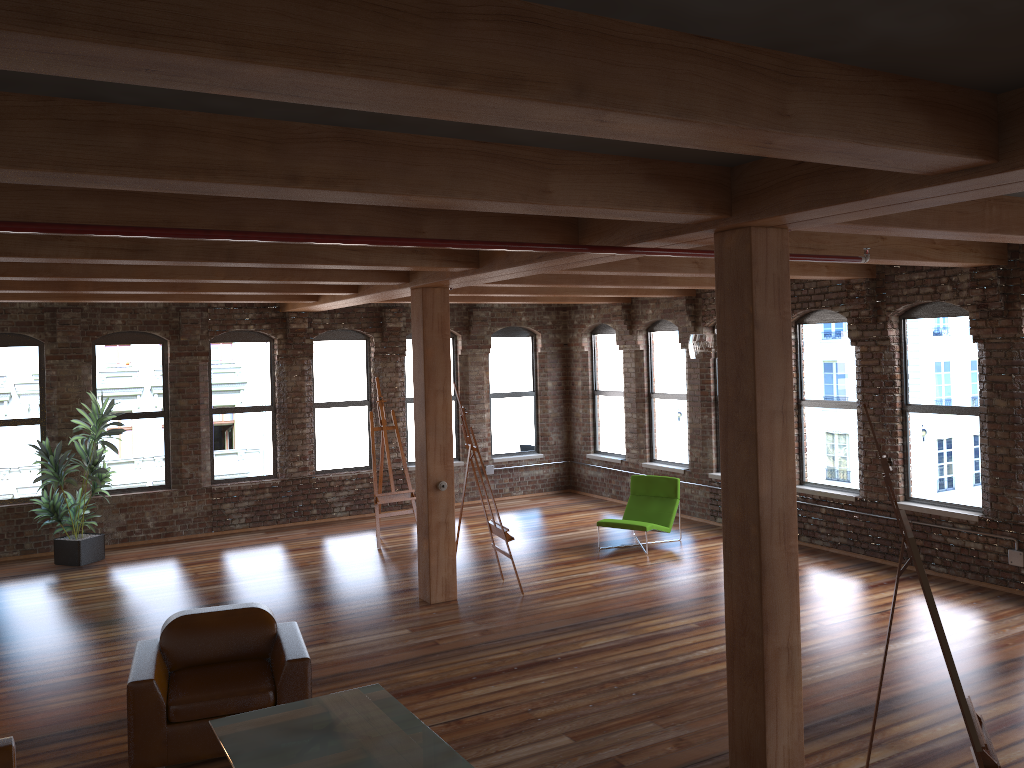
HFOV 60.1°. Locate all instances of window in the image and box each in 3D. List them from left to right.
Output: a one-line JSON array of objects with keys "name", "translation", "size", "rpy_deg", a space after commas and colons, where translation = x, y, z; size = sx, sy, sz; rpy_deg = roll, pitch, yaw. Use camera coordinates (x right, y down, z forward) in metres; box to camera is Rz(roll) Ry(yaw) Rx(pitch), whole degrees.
[{"name": "window", "translation": [-6.433, 0.437, 11.202], "size": [0.969, 2.170, 0.086], "rpy_deg": [-2, 0, -29]}, {"name": "window", "translation": [-5.133, 0.373, 11.935], "size": [0.969, 2.170, 0.086], "rpy_deg": [-2, 0, -29]}, {"name": "window", "translation": [-3.820, 0.341, 12.598], "size": [0.969, 2.228, 0.221], "rpy_deg": [-2, 0, -29]}, {"name": "window", "translation": [-2.544, 0.279, 13.319], "size": [0.969, 2.228, 0.221], "rpy_deg": [-2, 0, -29]}, {"name": "window", "translation": [-1.263, 0.211, 14.043], "size": [0.969, 2.219, 0.218], "rpy_deg": [-2, 0, -29]}, {"name": "window", "translation": [0.032, 0.148, 14.773], "size": [0.969, 2.219, 0.218], "rpy_deg": [-2, 0, -29]}, {"name": "window", "translation": [1.540, 0.121, 14.353], "size": [0.232, 2.216, 0.968], "rpy_deg": [-1, 0, -29]}, {"name": "window", "translation": [2.273, 0.151, 13.052], "size": [0.232, 2.216, 0.968], "rpy_deg": [-1, 0, -29]}, {"name": "window", "translation": [2.995, 0.179, 11.774], "size": [0.233, 2.216, 0.968], "rpy_deg": [-1, 0, -29]}, {"name": "window", "translation": [3.712, 0.208, 10.498], "size": [0.230, 2.216, 0.968], "rpy_deg": [-1, 0, -29]}, {"name": "window", "translation": [4.436, 0.237, 9.222], "size": [0.236, 2.216, 0.968], "rpy_deg": [-1, 0, -29]}]

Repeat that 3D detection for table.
[{"name": "table", "translation": [-0.706, 2.031, 4.026], "size": [0.940, 0.560, 1.870], "rpy_deg": [-2, 2, -29]}]

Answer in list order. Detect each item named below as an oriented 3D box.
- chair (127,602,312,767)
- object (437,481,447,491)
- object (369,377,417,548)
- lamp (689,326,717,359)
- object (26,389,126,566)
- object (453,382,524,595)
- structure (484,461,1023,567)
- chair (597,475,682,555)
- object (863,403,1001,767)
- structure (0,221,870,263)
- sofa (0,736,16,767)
[{"name": "chair", "translation": [-1.884, 1.912, 5.736], "size": [1.064, 0.735, 0.830], "rpy_deg": [-2, 1, -19]}, {"name": "object", "translation": [-0.675, 0.997, 8.642], "size": [0.095, 0.095, 0.061], "rpy_deg": [-2, 0, -29]}, {"name": "object", "translation": [-1.636, 0.979, 11.593], "size": [0.662, 2.141, 0.684], "rpy_deg": [-1, 0, -34]}, {"name": "lamp", "translation": [2.143, -0.666, 8.723], "size": [0.809, 0.815, 0.809], "rpy_deg": [-1, 1, 7]}, {"name": "object", "translation": [-5.374, 1.130, 10.874], "size": [0.966, 2.104, 1.081], "rpy_deg": [-2, 0, 39]}, {"name": "object", "translation": [-0.339, 1.041, 9.049], "size": [0.685, 2.141, 0.661], "rpy_deg": [-1, 0, -19]}, {"name": "structure", "translation": [4.249, 1.540, 9.312], "size": [1.634, 0.313, 13.702], "rpy_deg": [-3, 3, -36]}, {"name": "chair", "translation": [1.572, 1.589, 10.933], "size": [0.680, 0.796, 0.957], "rpy_deg": [-1, 1, 36]}, {"name": "object", "translation": [1.975, 1.160, 4.249], "size": [0.684, 2.141, 0.702], "rpy_deg": [-2, 0, 21]}, {"name": "structure", "translation": [-0.345, -0.797, 4.821], "size": [6.812, 0.112, 0.051], "rpy_deg": [-3, 1, -29]}, {"name": "sofa", "translation": [-2.319, 2.019, 3.234], "size": [0.952, 0.735, 2.412], "rpy_deg": [-2, 2, -29]}]
